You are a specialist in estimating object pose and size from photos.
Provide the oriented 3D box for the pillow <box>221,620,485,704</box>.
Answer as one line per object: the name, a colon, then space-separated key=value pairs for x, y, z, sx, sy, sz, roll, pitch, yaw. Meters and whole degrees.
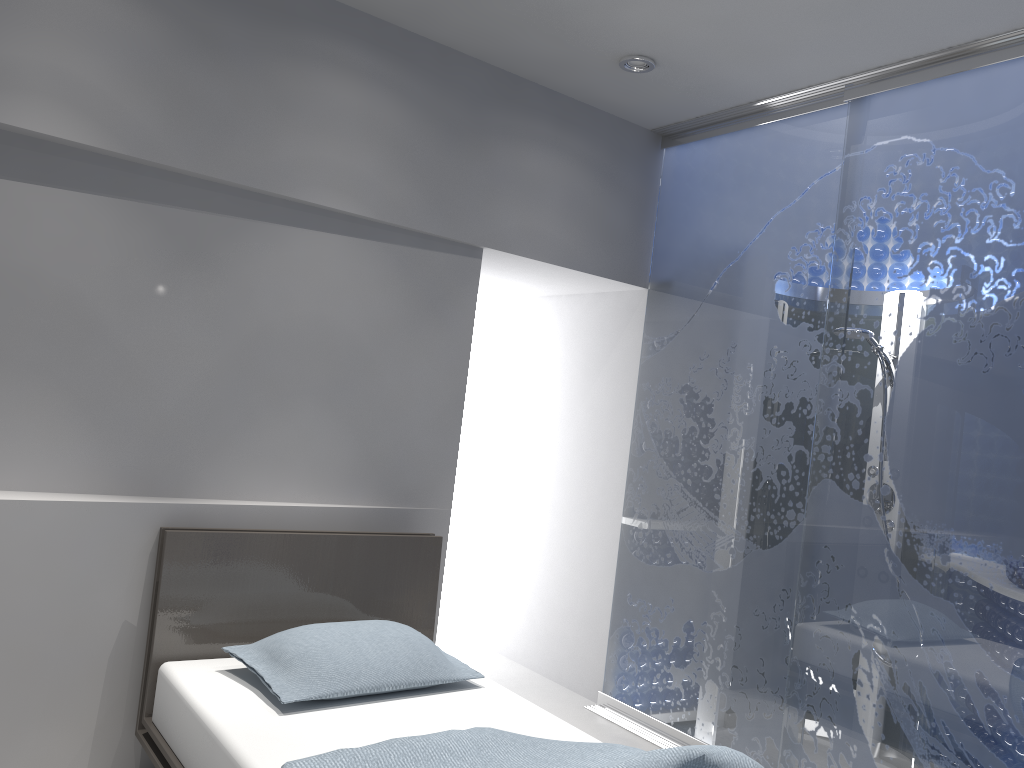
pillow: x=-0.485 y=0.863 z=2.830 sx=0.746 sy=0.173 sz=0.417 roll=8 pitch=-3 yaw=-40

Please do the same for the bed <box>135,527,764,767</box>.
bed: x=-0.132 y=0.939 z=2.205 sx=1.411 sy=0.752 sz=2.319 roll=8 pitch=-2 yaw=-35
